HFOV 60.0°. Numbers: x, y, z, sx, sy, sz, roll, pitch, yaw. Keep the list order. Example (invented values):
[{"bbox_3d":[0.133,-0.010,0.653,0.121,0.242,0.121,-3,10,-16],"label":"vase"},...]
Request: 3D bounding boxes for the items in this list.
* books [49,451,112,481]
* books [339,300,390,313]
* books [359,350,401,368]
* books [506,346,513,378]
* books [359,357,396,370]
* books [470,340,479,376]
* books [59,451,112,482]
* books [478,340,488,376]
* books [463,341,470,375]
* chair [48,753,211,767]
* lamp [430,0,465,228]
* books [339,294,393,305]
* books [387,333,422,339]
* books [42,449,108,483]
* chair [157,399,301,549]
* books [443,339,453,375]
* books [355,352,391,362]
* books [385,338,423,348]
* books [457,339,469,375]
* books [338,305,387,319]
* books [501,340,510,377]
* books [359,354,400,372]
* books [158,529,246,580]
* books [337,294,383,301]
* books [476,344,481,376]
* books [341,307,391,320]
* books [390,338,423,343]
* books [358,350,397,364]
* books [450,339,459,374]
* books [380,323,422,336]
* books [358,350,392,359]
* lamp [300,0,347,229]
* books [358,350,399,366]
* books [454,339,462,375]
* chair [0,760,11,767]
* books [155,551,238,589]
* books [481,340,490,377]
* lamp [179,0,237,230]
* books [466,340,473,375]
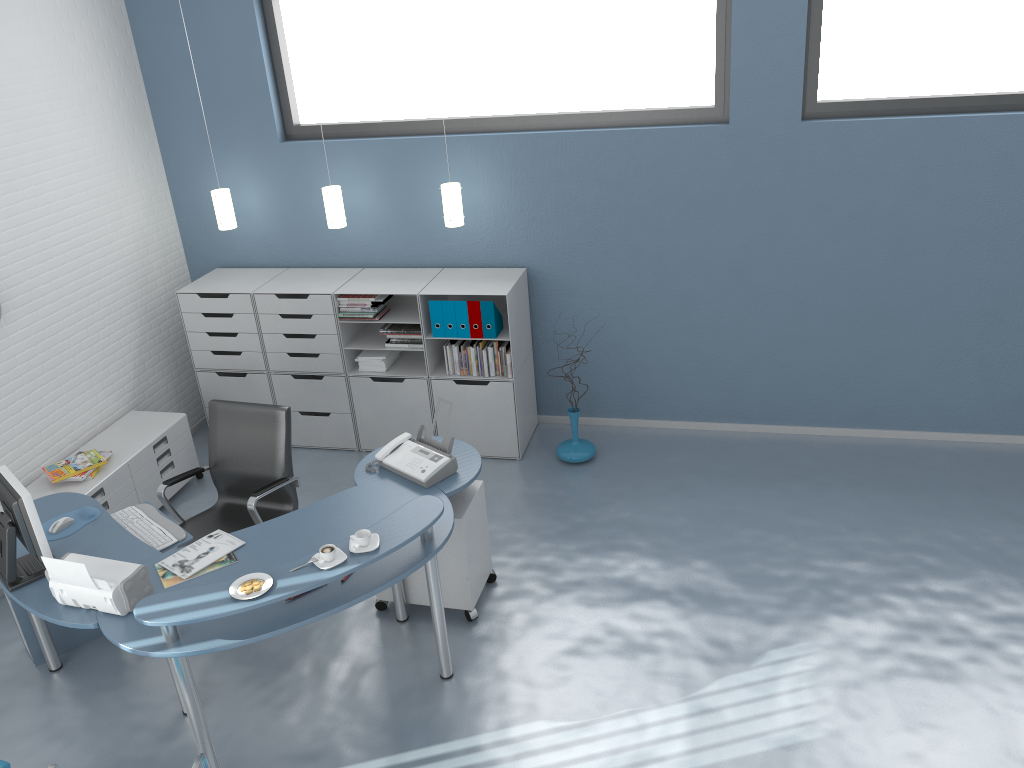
[{"bbox_3d":[-2.491,0.472,5.128,0.210,0.020,0.300,0,25,10],"label":"books"},{"bbox_3d":[-0.959,-0.519,5.758,0.265,0.044,0.212,2,25,15],"label":"books"},{"bbox_3d":[-0.887,-0.174,5.968,0.190,0.015,0.270,3,26,16],"label":"books"},{"bbox_3d":[0.000,-0.148,5.640,0.032,0.163,0.178,2,25,15],"label":"books"},{"bbox_3d":[-0.895,-0.159,5.974,0.190,0.015,0.270,1,25,12],"label":"books"},{"bbox_3d":[-0.223,-0.182,5.692,0.038,0.217,0.166,2,25,15],"label":"books"},{"bbox_3d":[-2.490,0.478,5.163,0.210,0.020,0.300,-5,25,0],"label":"books"},{"bbox_3d":[-0.178,-0.197,5.678,0.021,0.247,0.157,2,25,15],"label":"books"},{"bbox_3d":[-0.280,-0.166,5.721,0.021,0.172,0.157,2,25,15],"label":"books"},{"bbox_3d":[-1.309,1.542,2.959,0.542,0.707,0.543,-5,25,1],"label":"chair"},{"bbox_3d":[-0.428,-1.805,5.183,0.120,1.786,0.120,-16,27,-22],"label":"lamp"},{"bbox_3d":[-0.943,-0.559,5.749,0.298,0.034,0.187,2,25,15],"label":"books"},{"bbox_3d":[-0.663,-0.343,5.770,0.251,0.034,0.197,2,25,15],"label":"books"},{"bbox_3d":[-2.509,0.469,5.090,0.300,0.020,0.210,-24,31,-35],"label":"books"},{"bbox_3d":[-1.450,0.659,4.618,0.584,0.948,0.652,4,26,19],"label":"chair"},{"bbox_3d":[-0.394,-0.184,5.743,0.040,0.203,0.157,2,25,15],"label":"books"},{"bbox_3d":[-0.912,-0.210,5.944,0.190,0.015,0.270,2,25,15],"label":"books"},{"bbox_3d":[-0.666,-0.288,5.789,0.265,0.034,0.212,2,25,15],"label":"books"},{"bbox_3d":[-0.307,-0.181,5.721,0.032,0.203,0.157,2,25,15],"label":"books"},{"bbox_3d":[-0.971,-0.479,5.768,0.240,0.034,0.234,2,25,15],"label":"books"},{"bbox_3d":[-0.029,-0.172,5.649,0.032,0.203,0.157,2,25,15],"label":"books"},{"bbox_3d":[-0.894,-0.146,5.980,0.190,0.015,0.270,2,25,15],"label":"books"},{"bbox_3d":[-1.315,0.719,3.767,0.200,0.010,0.300,15,31,36],"label":"books"},{"bbox_3d":[-0.968,-0.581,5.731,0.258,0.024,0.212,2,25,15],"label":"books"},{"bbox_3d":[-0.195,-0.178,5.693,0.017,0.203,0.155,2,25,15],"label":"books"},{"bbox_3d":[-0.954,-0.460,5.787,0.265,0.019,0.209,2,25,15],"label":"books"},{"bbox_3d":[-0.649,-0.313,5.772,0.224,0.023,0.212,2,25,15],"label":"books"},{"bbox_3d":[-0.891,-0.202,5.958,0.190,0.015,0.270,3,26,17],"label":"books"},{"bbox_3d":[-0.358,-0.198,5.737,0.032,0.229,0.138,2,25,15],"label":"books"},{"bbox_3d":[-0.684,-0.372,5.746,0.283,0.041,0.224,2,25,15],"label":"books"},{"bbox_3d":[-0.901,-0.227,5.943,0.190,0.015,0.270,0,25,10],"label":"books"},{"bbox_3d":[-1.202,-1.831,5.384,0.120,1.786,0.120,-16,27,-22],"label":"lamp"},{"bbox_3d":[-0.891,-0.185,5.957,0.190,0.015,0.270,2,25,15],"label":"books"},{"bbox_3d":[-0.333,-0.179,5.729,0.022,0.198,0.157,2,25,15],"label":"books"},{"bbox_3d":[-2.159,1.529,3.147,0.542,0.707,0.543,4,26,19],"label":"chair"},{"bbox_3d":[-1.320,0.748,3.710,0.300,0.005,0.200,-18,28,-26],"label":"books"},{"bbox_3d":[-0.152,-0.164,5.677,0.032,0.184,0.173,2,25,15],"label":"books"},{"bbox_3d":[-1.976,-1.857,5.585,0.120,1.786,0.120,-16,27,-22],"label":"lamp"},{"bbox_3d":[-0.254,-0.177,5.715,0.032,0.193,0.146,2,25,15],"label":"books"}]
